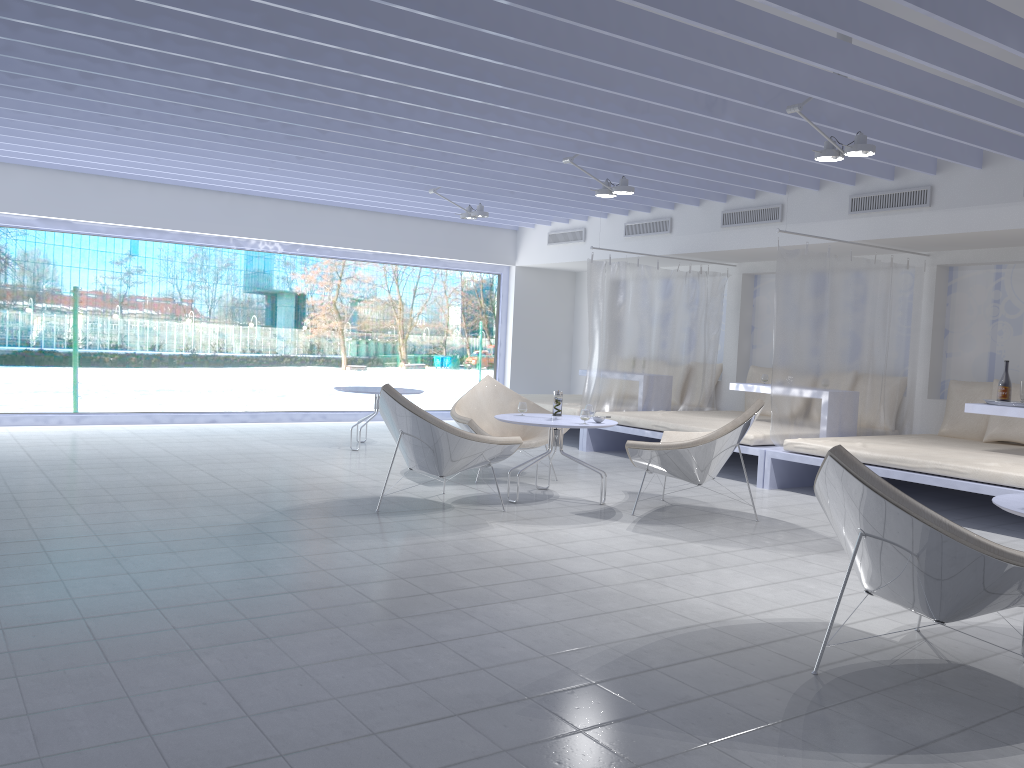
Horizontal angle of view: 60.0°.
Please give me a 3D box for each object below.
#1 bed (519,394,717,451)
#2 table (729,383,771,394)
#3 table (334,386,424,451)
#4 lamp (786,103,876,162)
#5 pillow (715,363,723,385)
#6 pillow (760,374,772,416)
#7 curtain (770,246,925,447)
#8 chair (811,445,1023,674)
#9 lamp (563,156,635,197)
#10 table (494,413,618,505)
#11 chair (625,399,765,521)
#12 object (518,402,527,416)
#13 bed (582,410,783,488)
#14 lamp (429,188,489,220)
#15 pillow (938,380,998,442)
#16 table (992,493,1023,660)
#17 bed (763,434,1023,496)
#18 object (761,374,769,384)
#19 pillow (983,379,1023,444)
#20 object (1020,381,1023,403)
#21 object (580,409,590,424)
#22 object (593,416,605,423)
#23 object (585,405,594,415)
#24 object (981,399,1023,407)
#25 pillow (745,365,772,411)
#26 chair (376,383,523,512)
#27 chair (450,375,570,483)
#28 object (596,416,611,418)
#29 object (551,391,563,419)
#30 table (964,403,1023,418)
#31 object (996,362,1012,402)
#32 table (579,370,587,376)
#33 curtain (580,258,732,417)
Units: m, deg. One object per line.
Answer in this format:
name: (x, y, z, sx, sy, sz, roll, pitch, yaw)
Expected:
bed: (0.910, 0.378, 10.106, 2.022, 0.422, 2.200, 1, 3, -34)
table: (2.459, 0.251, 7.831, 0.416, 0.450, 1.065, 1, 3, -34)
table: (-1.236, 0.316, 8.188, 0.825, 0.534, 0.823, 3, 3, 13)
lamp: (1.821, -1.472, 5.184, 0.587, 0.218, 0.380, 1, 3, -34)
pillow: (2.111, 0.006, 10.040, 0.231, 0.510, 0.572, 1, 3, -34)
pillow: (2.764, 0.106, 8.923, 0.307, 0.482, 0.528, 1, 3, -30)
curtain: (2.797, -0.268, 7.312, 1.998, 1.559, 0.125, 1, 4, -36)
chair: (1.365, 0.586, 3.009, 0.753, 0.759, 0.906, 2, 3, -17)
lamp: (0.646, -1.614, 6.906, 0.587, 0.218, 0.380, 1, 3, -34)
table: (0.281, 0.501, 5.932, 0.825, 0.534, 0.823, 0, 4, -43)
chair: (1.209, 0.447, 5.632, 0.753, 0.759, 0.906, 4, 3, 26)
object: (0.072, 0.171, 6.080, 0.068, 0.091, 0.068, 2, 3, -12)
bed: (2.140, 0.526, 8.275, 2.016, 0.427, 2.200, 1, 3, -34)
lamp: (-0.540, -1.758, 8.645, 0.587, 0.218, 0.380, 1, 3, -34)
pillow: (3.866, 0.232, 7.449, 0.230, 0.521, 0.524, 1, 3, -32)
table: (2.163, 0.729, 3.169, 0.823, 0.534, 0.825, 5, 3, 33)
bed: (3.393, 0.679, 6.466, 2.022, 0.422, 2.200, 1, 3, -34)
object: (2.348, -0.046, 8.232, 0.068, 0.091, 0.068, 2, 3, -9)
pillow: (4.089, 0.237, 7.078, 0.537, 0.527, 0.233, 5, 4, 35)
object: (3.597, 0.067, 6.243, 0.059, 0.174, 0.059, 4, 3, 23)
object: (0.467, 0.210, 5.670, 0.068, 0.091, 0.068, 2, 3, -6)
object: (0.566, 0.233, 5.790, 0.082, 0.043, 0.082, 4, 3, 24)
object: (0.535, 0.189, 6.140, 0.068, 0.091, 0.068, 0, 4, -42)
object: (3.537, 0.139, 6.264, 0.275, 0.031, 0.429, 1, 3, -33)
pillow: (2.647, 0.071, 9.254, 0.231, 0.510, 0.572, 1, 4, -35)
chair: (-0.494, 0.375, 5.448, 0.753, 0.759, 0.906, 0, 4, -39)
chair: (-0.077, 0.324, 6.870, 0.906, 0.759, 0.753, 1, 3, -24)
object: (0.595, 0.215, 5.773, 0.098, 0.016, 0.012, 4, 3, 22)
object: (0.306, 0.140, 5.948, 0.075, 0.189, 0.075, 0, 4, -43)
table: (3.693, 0.401, 6.021, 0.416, 0.450, 1.065, 1, 3, -34)
object: (3.516, -0.015, 6.322, 0.092, 0.302, 0.092, 4, 3, 23)
table: (1.212, 0.100, 9.658, 0.416, 0.450, 1.065, 1, 3, -34)
curtain: (1.517, -0.440, 9.116, 2.050, 1.552, 0.151, 1, 3, -34)
